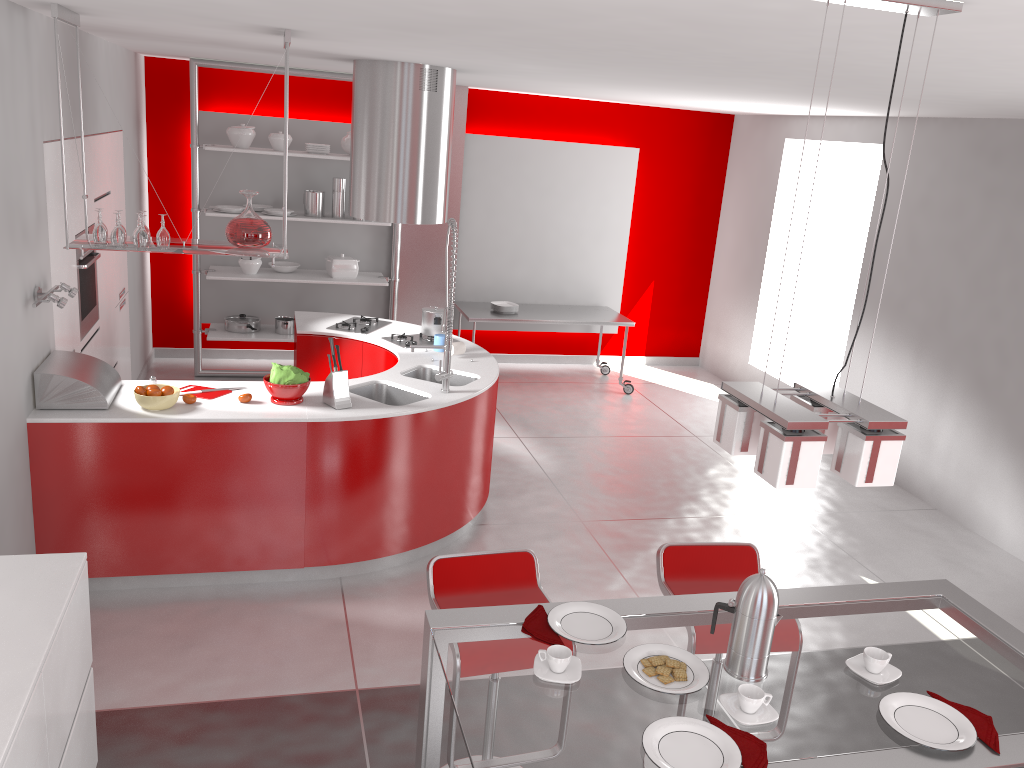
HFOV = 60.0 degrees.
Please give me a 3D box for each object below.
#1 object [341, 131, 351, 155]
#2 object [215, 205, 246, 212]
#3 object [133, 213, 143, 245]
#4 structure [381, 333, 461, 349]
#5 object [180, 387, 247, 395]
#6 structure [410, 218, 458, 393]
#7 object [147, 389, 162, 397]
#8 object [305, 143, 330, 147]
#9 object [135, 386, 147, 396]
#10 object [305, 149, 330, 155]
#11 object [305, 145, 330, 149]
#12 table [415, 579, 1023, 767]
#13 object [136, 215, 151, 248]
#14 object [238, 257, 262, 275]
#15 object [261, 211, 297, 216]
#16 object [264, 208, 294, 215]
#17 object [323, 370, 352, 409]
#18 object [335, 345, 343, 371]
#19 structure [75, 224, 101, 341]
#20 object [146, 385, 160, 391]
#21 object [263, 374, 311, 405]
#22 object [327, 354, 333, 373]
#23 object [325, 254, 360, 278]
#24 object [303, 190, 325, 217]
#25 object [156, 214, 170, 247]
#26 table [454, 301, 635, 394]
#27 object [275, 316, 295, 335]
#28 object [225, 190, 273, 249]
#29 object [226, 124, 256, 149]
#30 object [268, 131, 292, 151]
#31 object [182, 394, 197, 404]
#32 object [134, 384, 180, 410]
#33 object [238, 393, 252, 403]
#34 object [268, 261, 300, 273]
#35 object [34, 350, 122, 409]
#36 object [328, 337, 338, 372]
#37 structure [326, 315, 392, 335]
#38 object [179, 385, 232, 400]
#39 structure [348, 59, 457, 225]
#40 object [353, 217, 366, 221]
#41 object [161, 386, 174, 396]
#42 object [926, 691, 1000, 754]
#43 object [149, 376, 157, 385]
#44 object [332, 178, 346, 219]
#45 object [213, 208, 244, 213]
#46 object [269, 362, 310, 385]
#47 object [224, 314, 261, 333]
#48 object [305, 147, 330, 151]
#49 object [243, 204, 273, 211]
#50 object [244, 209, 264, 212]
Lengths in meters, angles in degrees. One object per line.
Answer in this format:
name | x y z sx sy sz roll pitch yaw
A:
object | -1.293 -2.028 7.460 0.287 0.222 0.287 13 18 27
object | -2.294 -1.423 7.232 0.244 0.042 0.244 -5 19 -30
object | -1.684 -0.700 4.008 0.060 0.141 0.060 1 17 -15
structure | -0.598 -0.306 5.878 0.457 0.037 0.303 -8 21 -39
object | -1.510 0.030 4.465 0.375 0.008 0.041 -8 20 -37
structure | -0.376 -0.412 4.711 0.178 0.920 0.308 13 18 26
object | -1.668 0.045 4.136 0.065 0.052 0.062 -5 19 -30
object | -1.613 -1.973 7.354 0.200 0.030 0.200 1 17 -15
object | -1.728 0.036 4.136 0.055 0.058 0.066 -4 18 -29
object | -1.617 -1.928 7.367 0.200 0.030 0.200 1 17 -15
object | -1.614 -1.958 7.358 0.200 0.030 0.200 1 17 -15
table | 0.641 1.216 2.407 1.700 1.000 0.800 1 17 -15
object | -1.639 -0.677 3.939 0.060 0.141 0.060 -8 20 -37
object | -2.194 -1.030 7.431 0.192 0.214 0.192 -4 18 -28
object | -1.924 -1.402 7.324 0.280 0.015 0.280 9 16 13
object | -1.923 -1.416 7.321 0.244 0.042 0.244 -5 19 -30
object | -0.866 0.017 4.406 0.091 0.178 0.137 -9 21 -41
object | -0.852 -0.049 4.421 0.012 0.279 0.130 -10 22 -43
structure | -2.466 -0.605 5.191 0.050 0.589 0.599 1 17 -15
object | -1.696 0.028 4.189 0.066 0.049 0.062 0 17 -18
object | -1.118 0.028 4.411 0.229 0.118 0.228 -10 22 -43
object | -0.892 -0.044 4.385 0.009 0.197 0.091 -10 22 -43
object | -1.474 -1.031 7.688 0.282 0.197 0.235 -3 18 -25
object | -1.662 -1.513 7.435 0.184 0.205 0.172 2 16 -10
object | -1.588 -0.700 4.036 0.060 0.141 0.060 1 17 -15
table | 0.288 -0.340 8.289 1.627 0.682 0.749 1 17 -14
object | -1.966 -0.507 7.700 0.196 0.122 0.182 15 19 31
object | -1.238 -0.774 4.176 0.213 0.266 0.213 8 16 12
object | -2.189 -2.004 7.162 0.231 0.191 0.231 12 17 23
object | -1.895 -1.984 7.250 0.192 0.153 0.192 4 16 -2
object | -1.549 0.073 4.259 0.065 0.047 0.063 0 17 -16
object | -1.665 0.070 4.163 0.201 0.086 0.201 1 17 -14
object | -1.307 0.067 4.345 0.064 0.048 0.063 -7 20 -36
object | -1.967 -1.002 7.661 0.272 0.072 0.272 17 20 36
object | -2.044 -0.025 4.198 0.300 0.170 0.400 1 17 -15
object | -0.877 -0.063 4.405 0.014 0.322 0.150 -10 22 -43
structure | -1.050 -0.421 6.138 0.303 0.037 0.457 9 16 13
object | -1.558 0.041 4.436 0.266 0.006 0.168 8 16 10
structure | -0.709 -1.544 5.701 0.644 0.958 0.644 18 21 38
object | -1.273 -1.515 7.440 0.115 0.274 0.115 -2 17 -22
object | -1.630 0.034 4.188 0.066 0.049 0.062 3 16 -8
object | 1.118 0.807 2.139 0.095 0.012 0.234 0 17 -17
object | -1.794 -0.010 4.431 0.043 0.066 0.042 4 16 -3
object | -1.451 -1.557 7.432 0.109 0.329 0.110 0 17 -17
object | -2.295 -1.410 7.236 0.280 0.015 0.280 11 17 20
object | -1.104 -0.023 4.399 0.198 0.182 0.193 2 16 -10
object | -2.326 -0.523 7.631 0.308 0.130 0.407 3 16 -8
object | -1.616 -1.944 7.363 0.200 0.030 0.200 1 17 -15
object | -2.146 -1.485 7.493 0.244 0.042 0.244 -2 17 -23
object | -2.148 -1.472 7.497 0.280 0.015 0.280 11 17 20
